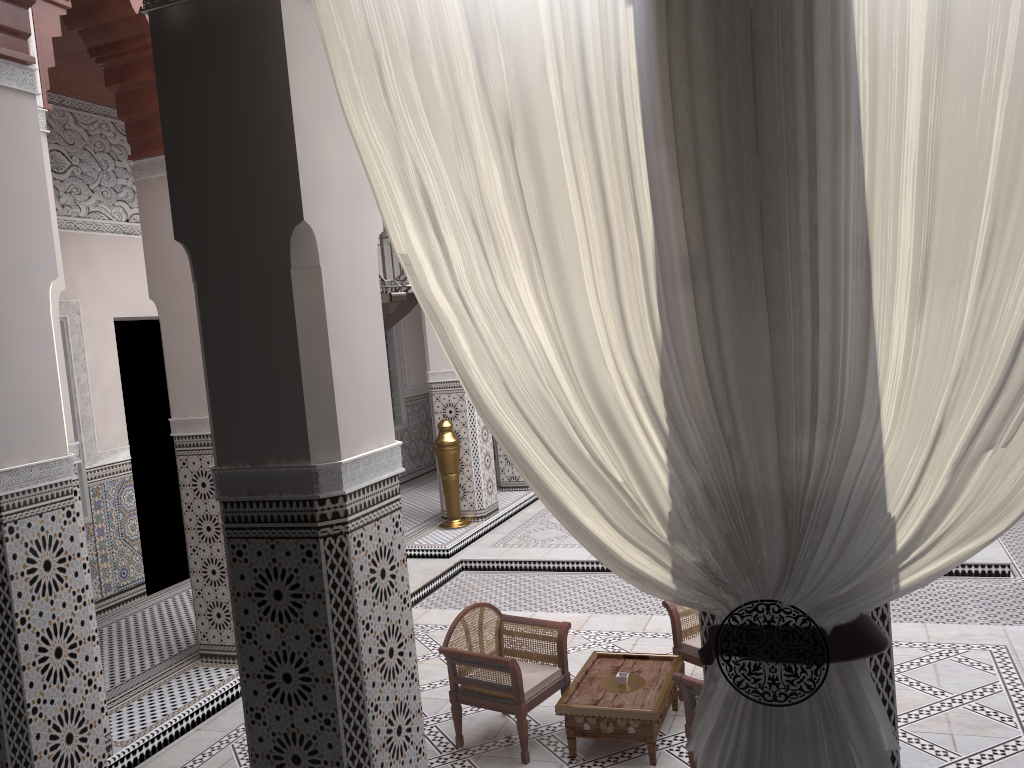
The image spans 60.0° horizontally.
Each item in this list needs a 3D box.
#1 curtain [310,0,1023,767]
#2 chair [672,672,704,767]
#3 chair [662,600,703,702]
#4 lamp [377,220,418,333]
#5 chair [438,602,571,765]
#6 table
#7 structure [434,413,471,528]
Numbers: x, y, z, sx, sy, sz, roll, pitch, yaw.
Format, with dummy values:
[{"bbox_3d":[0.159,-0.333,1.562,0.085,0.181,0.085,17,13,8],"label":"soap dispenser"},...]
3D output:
[{"bbox_3d":[0.284,-0.142,1.022,1.303,1.764,0.129,-4,4,21],"label":"curtain"},{"bbox_3d":[0.495,0.663,1.790,0.263,0.313,0.208,-8,5,-39],"label":"chair"},{"bbox_3d":[0.545,0.632,2.198,0.208,0.313,0.263,-8,4,-33],"label":"chair"},{"bbox_3d":[-0.291,-0.310,1.663,0.216,0.552,0.221,-4,4,21],"label":"lamp"},{"bbox_3d":[-0.006,0.689,2.108,0.208,0.313,0.263,-3,4,35],"label":"chair"},{"bbox_3d":[0.264,0.752,2.085,0.229,0.142,0.330,-4,4,21],"label":"table"},{"bbox_3d":[-0.298,0.405,4.226,0.156,0.539,0.156,-7,4,-18],"label":"structure"}]
